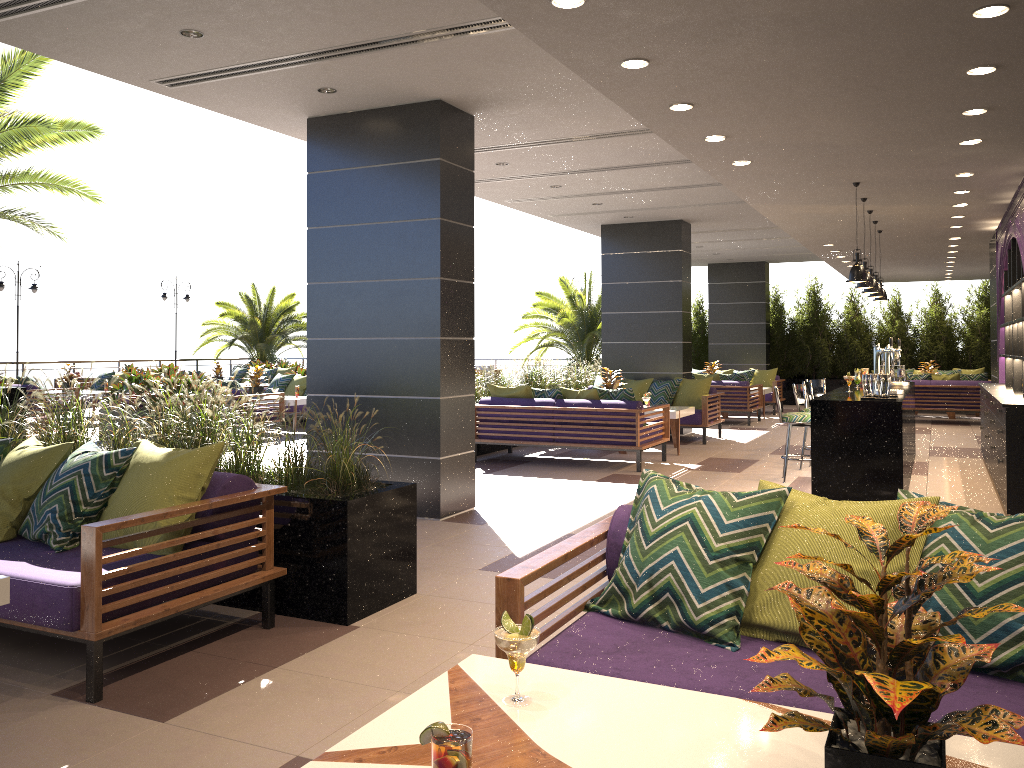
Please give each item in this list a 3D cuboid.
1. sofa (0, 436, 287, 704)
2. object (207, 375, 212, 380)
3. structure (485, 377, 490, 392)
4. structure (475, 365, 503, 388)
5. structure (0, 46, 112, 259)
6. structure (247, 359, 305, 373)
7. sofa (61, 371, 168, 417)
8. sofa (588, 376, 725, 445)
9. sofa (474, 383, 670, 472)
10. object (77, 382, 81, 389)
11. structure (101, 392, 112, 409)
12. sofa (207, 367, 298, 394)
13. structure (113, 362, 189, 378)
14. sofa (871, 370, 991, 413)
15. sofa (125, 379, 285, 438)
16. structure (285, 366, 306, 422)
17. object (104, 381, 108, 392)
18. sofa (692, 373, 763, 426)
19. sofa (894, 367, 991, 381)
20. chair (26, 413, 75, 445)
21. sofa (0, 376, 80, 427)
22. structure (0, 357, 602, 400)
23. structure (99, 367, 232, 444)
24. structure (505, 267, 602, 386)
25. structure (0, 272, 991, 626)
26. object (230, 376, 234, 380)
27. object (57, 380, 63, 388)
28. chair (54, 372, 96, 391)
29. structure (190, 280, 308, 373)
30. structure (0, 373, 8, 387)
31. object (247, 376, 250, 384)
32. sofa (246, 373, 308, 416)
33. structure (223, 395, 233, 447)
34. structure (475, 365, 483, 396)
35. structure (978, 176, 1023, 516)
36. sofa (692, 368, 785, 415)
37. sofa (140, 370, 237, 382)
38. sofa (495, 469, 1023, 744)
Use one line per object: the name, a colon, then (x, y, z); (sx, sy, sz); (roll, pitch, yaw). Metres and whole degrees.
sofa: (-2.289, 0.714, 4.242); (2.126, 0.920, 1.119); (1, 1, 26)
object: (-6.921, -0.122, 20.268); (0.106, 0.197, 0.105); (0, 0, -31)
structure: (-0.538, 0.210, 19.098); (0.100, 0.701, 0.180); (-1, -1, 26)
structure: (-2.399, -0.261, 23.051); (4.400, 1.330, 0.804); (1, 0, 26)
structure: (-7.948, -2.251, 11.734); (4.706, 6.511, 4.741); (0, 0, 44)
structure: (-5.696, -0.011, 21.512); (2.250, 1.173, 0.737); (1, 0, 27)
sofa: (-7.633, 0.193, 17.331); (2.126, 0.920, 1.119); (1, 1, 26)
sofa: (1.951, 0.342, 13.069); (2.126, 0.920, 1.119); (1, 1, 26)
sofa: (0.675, 0.454, 10.412); (2.126, 0.920, 1.119); (1, 1, 26)
object: (-7.694, 0.068, 15.691); (0.082, 0.198, 0.069); (0, -1, -23)
structure: (-6.028, 0.468, 13.147); (0.100, 0.701, 0.180); (-1, -1, 26)
sofa: (-5.995, 0.048, 20.781); (2.126, 0.920, 1.119); (1, 1, 26)
structure: (-7.389, 0.136, 18.040); (2.248, 1.173, 0.714); (0, 0, 22)
sofa: (7.468, 0.217, 15.768); (2.126, 0.920, 1.119); (1, 1, 26)
sofa: (-4.608, 0.350, 13.314); (2.126, 0.920, 1.119); (1, 1, 26)
structure: (-3.285, 0.205, 16.091); (2.419, 1.174, 0.700); (1, 0, 27)
object: (-7.488, 0.044, 16.331); (0.067, 0.190, 0.084); (0, -1, -34)
sofa: (3.351, 0.219, 15.984); (2.126, 0.920, 1.119); (1, 1, 26)
sofa: (8.580, 0.119, 18.083); (2.126, 0.920, 1.119); (1, 1, 26)
chair: (-4.028, 0.654, 7.049); (0.714, 0.817, 0.714); (0, 0, 26)
sofa: (-8.639, 0.281, 15.249); (2.126, 0.920, 1.119); (1, 1, 26)
structure: (-5.543, 0.135, 16.857); (12.916, 1.059, 17.501); (1, 3, 26)
structure: (-4.953, 0.351, 12.625); (2.250, 1.173, 0.737); (1, 0, 27)
structure: (1.763, -1.171, 21.013); (3.800, 3.306, 3.751); (0, 1, -22)
structure: (2.300, -0.633, 9.866); (7.816, 3.124, 24.725); (1, 2, 26)
object: (-6.070, -0.077, 19.201); (0.067, 0.190, 0.084); (0, -1, -34)
object: (-8.604, 0.023, 16.837); (0.106, 0.197, 0.105); (0, 0, -31)
chair: (-10.166, 0.111, 20.738); (0.714, 0.817, 0.714); (0, 0, 26)
structure: (-7.083, -1.318, 25.195); (3.800, 3.306, 3.752); (0, 1, -7)
structure: (-9.040, 0.283, 14.549); (2.250, 1.173, 0.737); (1, 0, 27)
object: (-5.903, -0.113, 19.807); (0.069, 0.211, 0.068); (0, -1, 14)
sofa: (-3.595, 0.262, 15.393); (2.126, 0.920, 1.119); (1, 1, 26)
structure: (-3.889, 0.504, 12.121); (0.100, 0.701, 0.180); (-1, -1, 26)
structure: (-1.609, 0.057, 19.588); (2.250, 1.173, 0.737); (1, 0, 27)
structure: (4.932, -0.408, 8.644); (0.530, 2.762, 4.630); (-1, 1, 26)
sofa: (4.463, 0.122, 18.298); (2.126, 0.920, 1.119); (1, 1, 26)
sofa: (-7.007, 0.136, 18.702); (2.126, 0.920, 1.119); (1, 1, 26)
sofa: (1.136, 0.772, 2.597); (2.126, 0.920, 1.119); (1, 1, 26)
